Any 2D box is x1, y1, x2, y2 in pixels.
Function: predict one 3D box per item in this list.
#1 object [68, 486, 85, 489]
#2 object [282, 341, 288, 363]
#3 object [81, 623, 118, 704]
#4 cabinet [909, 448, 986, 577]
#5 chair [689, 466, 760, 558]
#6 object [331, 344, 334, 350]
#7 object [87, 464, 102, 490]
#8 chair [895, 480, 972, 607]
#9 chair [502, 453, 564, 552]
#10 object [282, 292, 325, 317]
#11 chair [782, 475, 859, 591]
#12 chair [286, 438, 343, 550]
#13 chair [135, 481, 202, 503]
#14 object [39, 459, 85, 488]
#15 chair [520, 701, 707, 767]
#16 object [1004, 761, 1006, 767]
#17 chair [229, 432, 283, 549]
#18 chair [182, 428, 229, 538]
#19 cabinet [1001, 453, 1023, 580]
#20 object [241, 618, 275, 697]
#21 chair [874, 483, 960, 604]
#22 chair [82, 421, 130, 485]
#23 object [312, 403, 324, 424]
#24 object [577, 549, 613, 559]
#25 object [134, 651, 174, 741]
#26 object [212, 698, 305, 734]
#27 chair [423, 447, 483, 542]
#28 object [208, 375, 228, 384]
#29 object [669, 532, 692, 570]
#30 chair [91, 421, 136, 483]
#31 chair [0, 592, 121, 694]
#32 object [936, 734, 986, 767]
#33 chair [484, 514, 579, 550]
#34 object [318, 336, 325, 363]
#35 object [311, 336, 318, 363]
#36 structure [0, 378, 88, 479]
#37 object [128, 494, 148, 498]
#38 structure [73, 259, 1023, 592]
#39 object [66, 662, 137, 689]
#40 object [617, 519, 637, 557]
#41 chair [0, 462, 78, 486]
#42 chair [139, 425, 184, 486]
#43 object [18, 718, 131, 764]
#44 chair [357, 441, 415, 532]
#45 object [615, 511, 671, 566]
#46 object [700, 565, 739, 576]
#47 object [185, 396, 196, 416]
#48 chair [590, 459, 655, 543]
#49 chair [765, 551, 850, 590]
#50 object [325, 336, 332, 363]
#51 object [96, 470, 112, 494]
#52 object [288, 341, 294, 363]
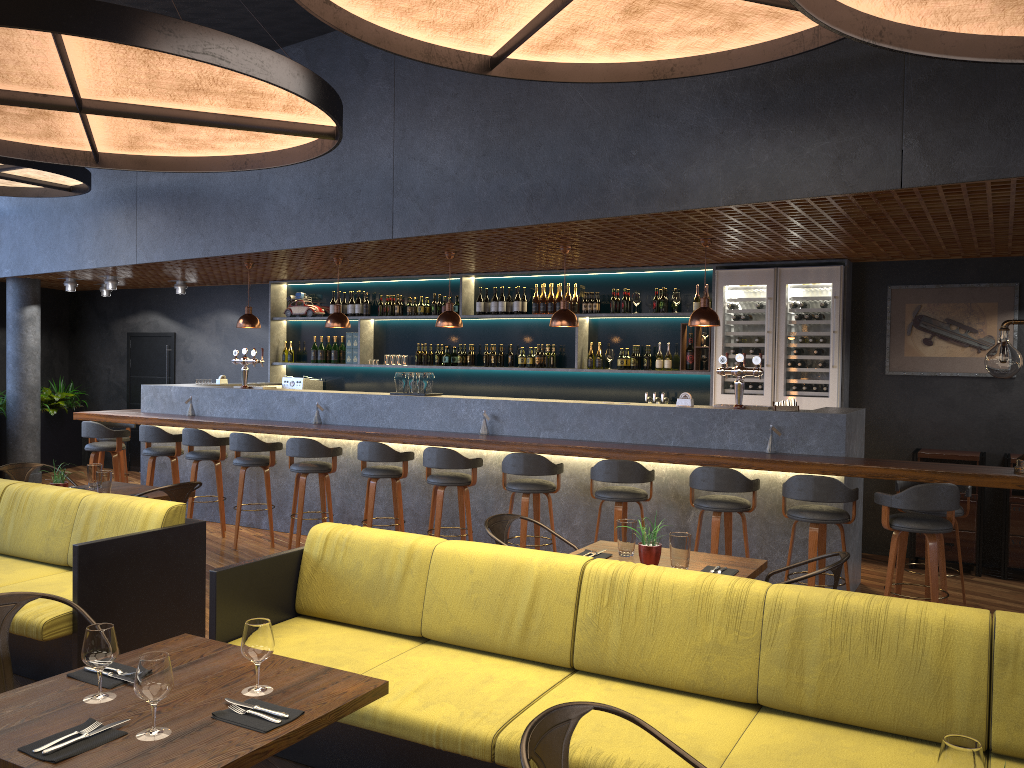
[{"bbox_3d":[-3.175,0.746,6.345,0.157,0.019,0.255,2,2,28],"label":"object"},{"bbox_3d":[-2.931,-0.417,11.471,0.079,0.281,0.079,-1,2,-42],"label":"object"},{"bbox_3d":[-1.173,0.793,2.525,0.097,0.206,0.097,2,2,21],"label":"object"},{"bbox_3d":[3.770,1.093,7.675,0.553,1.007,0.473,2,2,29],"label":"cabinet"},{"bbox_3d":[1.468,1.075,6.145,0.483,1.048,0.438,1,2,0],"label":"chair"},{"bbox_3d":[-2.221,-0.427,11.122,0.094,0.340,0.094,2,2,38],"label":"object"},{"bbox_3d":[-3.003,0.668,6.381,0.102,0.178,0.102,0,2,-25],"label":"object"},{"bbox_3d":[2.866,1.100,6.093,0.483,1.048,0.438,1,2,0],"label":"chair"},{"bbox_3d":[0.158,1.035,6.839,0.483,1.048,0.438,1,2,-11],"label":"chair"},{"bbox_3d":[-2.653,-1.006,11.295,0.579,0.319,0.229,2,2,29],"label":"object"},{"bbox_3d":[1.980,1.094,5.786,0.438,1.048,0.483,0,2,-32],"label":"chair"},{"bbox_3d":[-1.761,0.978,7.784,0.438,1.048,0.483,0,2,-41],"label":"chair"},{"bbox_3d":[-2.349,1.086,5.859,0.541,0.917,0.504,2,2,29],"label":"chair"},{"bbox_3d":[-3.026,0.634,5.921,0.260,0.271,0.238,2,2,34],"label":"object"},{"bbox_3d":[0.289,1.236,1.958,0.541,0.917,0.504,2,2,29],"label":"chair"},{"bbox_3d":[0.862,0.816,1.610,0.238,0.271,0.260,0,2,-40],"label":"object"},{"bbox_3d":[-2.377,0.957,8.172,0.438,1.048,0.483,0,2,-32],"label":"chair"},{"bbox_3d":[-2.938,0.937,8.569,0.483,1.048,0.438,1,2,0],"label":"chair"},{"bbox_3d":[4.378,1.112,7.339,0.553,1.007,0.473,2,2,29],"label":"cabinet"},{"bbox_3d":[-0.745,0.798,2.599,0.097,0.206,0.097,2,2,21],"label":"object"},{"bbox_3d":[2.500,1.110,5.510,0.483,1.048,0.438,2,2,21],"label":"chair"},{"bbox_3d":[-4.208,0.899,9.206,0.483,1.048,0.438,1,2,0],"label":"chair"},{"bbox_3d":[-1.850,0.279,8.466,0.114,0.203,0.069,1,2,-10],"label":"object"},{"bbox_3d":[0.406,0.856,4.457,0.157,0.019,0.255,2,2,28],"label":"object"},{"bbox_3d":[-0.925,0.803,2.290,0.097,0.206,0.097,2,2,29],"label":"object"},{"bbox_3d":[-0.712,0.897,2.431,0.255,0.019,0.157,2,2,29],"label":"object"},{"bbox_3d":[-0.504,1.015,7.159,0.438,1.048,0.483,0,2,-32],"label":"chair"},{"bbox_3d":[-3.323,-0.060,10.738,0.200,0.106,0.766,2,2,29],"label":"object"},{"bbox_3d":[0.786,0.791,4.149,0.102,0.178,0.102,1,2,15],"label":"object"},{"bbox_3d":[-4.559,0.868,10.129,0.483,1.048,0.438,0,2,-32],"label":"chair"},{"bbox_3d":[-1.561,1.181,2.873,0.541,0.917,0.504,2,2,29],"label":"chair"},{"bbox_3d":[0.935,0.846,1.847,0.097,0.206,0.097,0,2,-19],"label":"object"},{"bbox_3d":[0.130,1.161,4.592,0.541,0.917,0.504,2,2,29],"label":"chair"},{"bbox_3d":[-2.381,-0.429,11.090,0.094,0.340,0.094,2,2,43],"label":"object"},{"bbox_3d":[-2.474,-0.431,11.126,0.094,0.340,0.094,0,2,-39],"label":"object"},{"bbox_3d":[-7.261,0.756,5.993,0.808,1.413,17.112,1,2,4],"label":"structure"},{"bbox_3d":[-2.609,0.765,5.996,0.157,0.019,0.255,2,2,28],"label":"object"},{"bbox_3d":[0.000,0.162,8.476,9.298,2.700,2.700,2,2,29],"label":"structure"},{"bbox_3d":[-1.210,0.882,2.698,0.255,0.019,0.157,2,2,29],"label":"object"},{"bbox_3d":[0.578,0.779,4.476,0.102,0.178,0.102,0,2,-25],"label":"object"},{"bbox_3d":[-3.455,1.051,6.470,0.541,0.917,0.504,2,2,29],"label":"chair"},{"bbox_3d":[-3.467,0.921,8.847,0.483,1.048,0.438,1,2,0],"label":"chair"},{"bbox_3d":[-1.097,0.895,2.258,0.157,0.019,0.255,2,2,29],"label":"object"},{"bbox_3d":[-1.076,0.996,7.538,0.483,1.048,0.438,1,2,0],"label":"chair"},{"bbox_3d":[0.662,0.739,4.266,0.238,0.271,0.260,0,2,-40],"label":"object"},{"bbox_3d":[0.948,0.874,4.120,0.157,0.019,0.255,2,2,28],"label":"object"},{"bbox_3d":[-3.375,0.231,9.295,0.114,0.203,0.069,1,2,-13],"label":"object"},{"bbox_3d":[0.786,1.054,6.516,0.483,1.048,0.438,2,2,43],"label":"chair"},{"bbox_3d":[1.219,1.196,3.990,0.541,0.917,0.504,2,2,29],"label":"chair"},{"bbox_3d":[-2.308,-0.430,11.168,0.094,0.340,0.094,0,2,-39],"label":"object"},{"bbox_3d":[-2.771,0.682,6.026,0.102,0.178,0.102,1,2,15],"label":"object"},{"bbox_3d":[-2.850,-0.414,11.430,0.079,0.281,0.079,2,2,33],"label":"object"}]
